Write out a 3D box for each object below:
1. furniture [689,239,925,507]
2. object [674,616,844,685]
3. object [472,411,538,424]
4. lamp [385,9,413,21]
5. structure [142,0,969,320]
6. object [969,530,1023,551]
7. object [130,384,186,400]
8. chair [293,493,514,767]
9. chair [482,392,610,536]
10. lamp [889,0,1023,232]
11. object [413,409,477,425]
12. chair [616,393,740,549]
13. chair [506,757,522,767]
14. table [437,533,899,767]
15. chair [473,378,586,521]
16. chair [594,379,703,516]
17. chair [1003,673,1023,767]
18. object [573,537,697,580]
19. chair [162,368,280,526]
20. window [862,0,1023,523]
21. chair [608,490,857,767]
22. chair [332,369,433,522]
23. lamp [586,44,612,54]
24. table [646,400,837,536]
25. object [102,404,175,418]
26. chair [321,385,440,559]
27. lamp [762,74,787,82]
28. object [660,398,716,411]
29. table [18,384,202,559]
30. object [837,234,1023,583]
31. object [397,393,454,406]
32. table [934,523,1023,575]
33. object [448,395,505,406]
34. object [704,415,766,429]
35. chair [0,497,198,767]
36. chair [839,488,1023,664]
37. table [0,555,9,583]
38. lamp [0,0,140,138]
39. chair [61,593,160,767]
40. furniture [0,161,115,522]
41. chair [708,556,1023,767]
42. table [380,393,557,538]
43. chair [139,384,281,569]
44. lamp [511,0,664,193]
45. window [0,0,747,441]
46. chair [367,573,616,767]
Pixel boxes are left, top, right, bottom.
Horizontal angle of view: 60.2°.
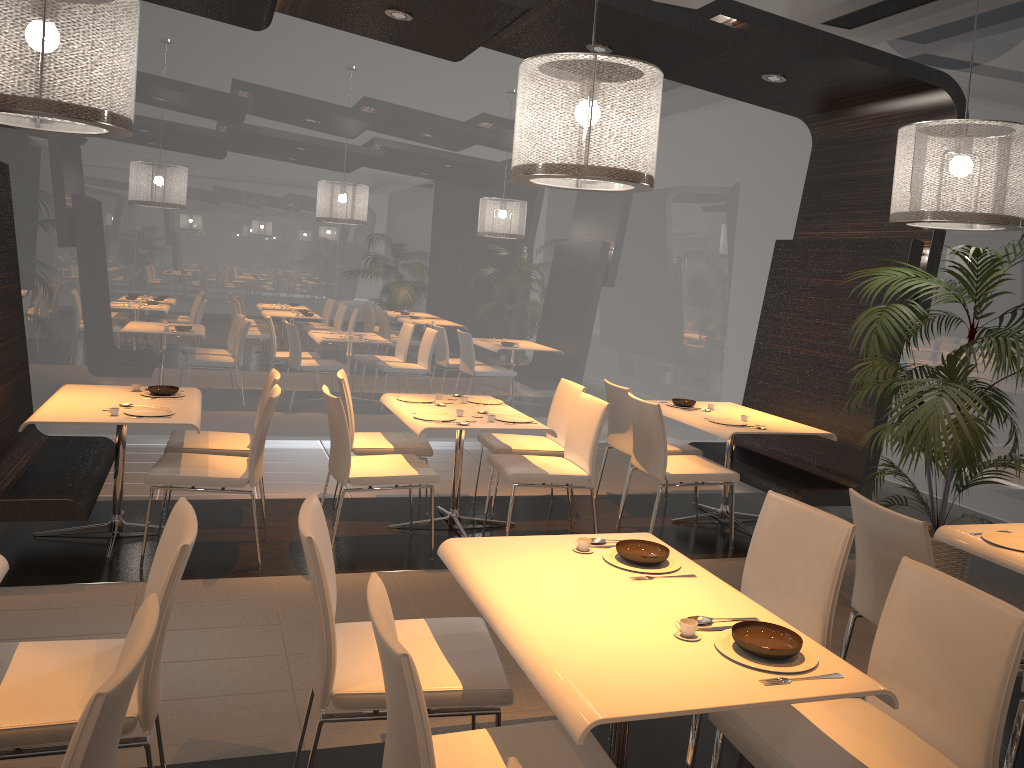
[{"bbox_3d":[1.922,-0.181,6.077,0.756,1.668,1.412,3,5,-19],"label":"furniture"},{"bbox_3d":[0.577,0.623,2.152,0.303,0.044,0.367,2,8,-20],"label":"object"},{"bbox_3d":[-0.055,0.182,5.159,0.334,0.037,0.380,0,9,-30],"label":"object"},{"bbox_3d":[-0.645,-2.122,5.050,0.161,0.055,0.163,1,8,-25],"label":"lamp"},{"bbox_3d":[-0.192,-1.440,5.251,5.925,1.720,1.412,2,5,-19],"label":"structure"},{"bbox_3d":[1.943,0.585,3.262,0.334,0.037,0.380,1,8,-25],"label":"object"},{"bbox_3d":[-2.033,0.037,5.078,0.303,0.044,0.367,2,8,-20],"label":"object"},{"bbox_3d":[-0.338,0.807,2.574,0.604,0.866,0.487,3,4,-12],"label":"chair"},{"bbox_3d":[0.206,0.502,5.213,0.604,0.866,0.487,3,4,-17],"label":"chair"},{"bbox_3d":[2.359,-1.769,4.511,0.627,1.922,0.628,5,4,13],"label":"lamp"},{"bbox_3d":[-0.375,0.182,4.972,0.334,0.037,0.380,1,8,-25],"label":"object"},{"bbox_3d":[1.027,0.528,5.507,0.604,0.870,0.487,3,4,-17],"label":"chair"},{"bbox_3d":[0.271,1.037,1.196,0.604,0.870,0.487,3,4,-12],"label":"chair"},{"bbox_3d":[0.416,0.954,2.473,1.051,0.722,1.156,2,7,-19],"label":"table"},{"bbox_3d":[0.120,0.413,5.853,0.604,0.870,0.487,3,4,-17],"label":"chair"},{"bbox_3d":[0.941,0.435,6.147,0.604,0.866,0.487,3,4,-17],"label":"chair"},{"bbox_3d":[1.865,0.972,2.622,0.604,0.870,0.487,3,4,-22],"label":"chair"},{"bbox_3d":[0.368,0.526,2.764,0.303,0.044,0.367,2,8,-20],"label":"object"},{"bbox_3d":[-1.702,0.358,5.203,0.604,0.870,0.487,3,4,-17],"label":"chair"},{"bbox_3d":[4.046,-0.760,5.051,0.070,3.958,6.631,3,6,-19],"label":"window"},{"bbox_3d":[0.733,0.841,2.937,0.604,0.866,0.487,3,4,-22],"label":"chair"},{"bbox_3d":[-0.823,0.377,5.562,0.604,0.866,0.487,3,4,-12],"label":"chair"},{"bbox_3d":[0.540,-2.085,5.460,0.161,0.055,0.163,1,8,-25],"label":"lamp"},{"bbox_3d":[1.466,0.572,5.991,0.799,0.722,1.156,3,6,-19],"label":"table"},{"bbox_3d":[-1.906,0.124,4.517,0.334,0.037,0.380,0,9,-30],"label":"object"},{"bbox_3d":[-0.755,0.476,4.864,0.604,0.870,0.487,3,4,-22],"label":"chair"},{"bbox_3d":[1.743,-2.047,5.876,0.161,0.055,0.163,1,8,-25],"label":"lamp"},{"bbox_3d":[1.245,0.141,6.203,0.303,0.044,0.367,2,8,-20],"label":"object"},{"bbox_3d":[-2.118,0.457,4.770,0.799,0.722,1.156,3,6,-19],"label":"table"},{"bbox_3d":[2.473,0.137,4.787,1.503,2.051,1.571,4,5,-6],"label":"object"},{"bbox_3d":[-0.543,0.092,5.556,0.334,0.037,0.380,1,8,-25],"label":"object"},{"bbox_3d":[2.188,1.012,3.071,0.799,0.722,1.156,3,6,-19],"label":"table"},{"bbox_3d":[-0.239,0.091,5.745,0.334,0.037,0.380,0,9,-30],"label":"object"},{"bbox_3d":[1.439,0.236,5.618,0.334,0.037,0.380,1,8,-25],"label":"object"},{"bbox_3d":[-1.156,0.783,2.279,0.604,0.866,0.487,3,4,-22],"label":"chair"},{"bbox_3d":[1.553,0.871,3.212,0.604,0.870,0.487,3,4,-12],"label":"chair"},{"bbox_3d":[-1.592,0.891,1.775,0.799,0.722,1.156,3,6,-19],"label":"table"},{"bbox_3d":[-1.630,-1.894,3.131,0.627,1.922,0.629,5,3,9],"label":"lamp"},{"bbox_3d":[-1.000,0.886,1.603,0.604,0.870,0.487,3,4,-12],"label":"chair"},{"bbox_3d":[-2.469,-0.319,4.558,0.756,1.668,1.412,3,5,-19],"label":"furniture"},{"bbox_3d":[0.889,0.942,2.260,0.604,0.866,0.487,3,4,-17],"label":"chair"},{"bbox_3d":[-0.331,0.515,5.376,0.799,0.722,1.156,3,6,-19],"label":"table"},{"bbox_3d":[-1.539,0.450,4.589,0.604,0.866,0.487,3,4,-12],"label":"chair"},{"bbox_3d":[0.380,-1.831,3.827,0.627,1.922,0.629,5,3,9],"label":"lamp"},{"bbox_3d":[-0.833,-1.450,7.447,6.571,3.963,0.070,2,4,-19],"label":"window"},{"bbox_3d":[-0.038,0.913,1.955,0.604,0.870,0.487,3,4,-17],"label":"chair"}]
